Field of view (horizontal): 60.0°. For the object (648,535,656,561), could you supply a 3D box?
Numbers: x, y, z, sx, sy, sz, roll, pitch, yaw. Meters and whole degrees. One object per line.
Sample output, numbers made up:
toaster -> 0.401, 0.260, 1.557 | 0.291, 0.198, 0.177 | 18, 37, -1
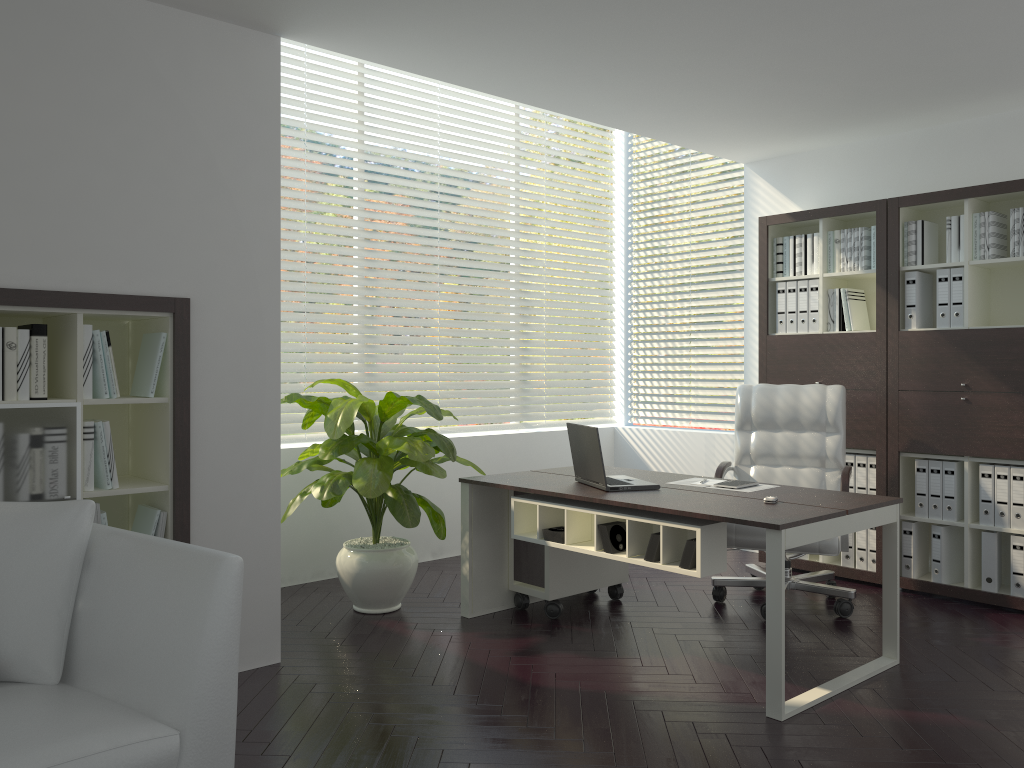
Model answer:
object -> 0.619, 0.667, 3.656 | 0.133, 0.113, 0.040 | 0, 0, -42

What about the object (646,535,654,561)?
object -> 0.613, 0.667, 3.663 | 0.133, 0.113, 0.040 | 0, 0, -42

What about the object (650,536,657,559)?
object -> 0.624, 0.667, 3.651 | 0.133, 0.113, 0.040 | 0, 0, -42

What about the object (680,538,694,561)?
object -> 0.722, 0.668, 3.542 | 0.133, 0.113, 0.039 | 0, 0, -42

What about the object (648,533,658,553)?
object -> 0.613, 0.666, 3.663 | 0.133, 0.113, 0.039 | 0, 0, -42

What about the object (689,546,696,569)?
object -> 0.755, 0.669, 3.505 | 0.133, 0.113, 0.040 | 0, 0, -42

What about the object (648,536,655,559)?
object -> 0.617, 0.667, 3.658 | 0.133, 0.113, 0.040 | 0, 0, -42

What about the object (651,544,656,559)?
object -> 0.628, 0.667, 3.646 | 0.133, 0.113, 0.039 | 0, 0, -42

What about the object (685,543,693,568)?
object -> 0.744, 0.669, 3.518 | 0.133, 0.113, 0.039 | 0, 0, -42

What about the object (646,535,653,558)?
object -> 0.610, 0.666, 3.666 | 0.133, 0.113, 0.040 | 0, 0, -42

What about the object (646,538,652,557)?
object -> 0.609, 0.666, 3.666 | 0.133, 0.113, 0.039 | 0, 0, -42

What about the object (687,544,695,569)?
object -> 0.750, 0.669, 3.511 | 0.133, 0.113, 0.040 | 0, 0, -42

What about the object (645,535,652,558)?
object -> 0.607, 0.666, 3.670 | 0.133, 0.113, 0.040 | 0, 0, -42

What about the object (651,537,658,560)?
object -> 0.628, 0.667, 3.646 | 0.133, 0.113, 0.040 | 0, 0, -42

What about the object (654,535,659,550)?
object -> 0.630, 0.667, 3.644 | 0.133, 0.113, 0.039 | 0, 0, -42

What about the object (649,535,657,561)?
object -> 0.622, 0.667, 3.653 | 0.133, 0.113, 0.040 | 0, 0, -42

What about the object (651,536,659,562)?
object -> 0.630, 0.667, 3.644 | 0.133, 0.113, 0.040 | 0, 0, -42

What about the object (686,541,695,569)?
object -> 0.747, 0.669, 3.514 | 0.133, 0.113, 0.040 | 0, 0, -42

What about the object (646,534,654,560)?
object -> 0.611, 0.666, 3.665 | 0.133, 0.113, 0.040 | 0, 0, -42

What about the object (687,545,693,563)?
object -> 0.745, 0.669, 3.516 | 0.133, 0.113, 0.039 | 0, 0, -42

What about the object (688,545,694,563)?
object -> 0.748, 0.669, 3.513 | 0.133, 0.113, 0.039 | 0, 0, -42

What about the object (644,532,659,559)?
object -> 0.605, 0.666, 3.672 | 0.133, 0.113, 0.039 | 0, 0, -42

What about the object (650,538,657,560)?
object -> 0.625, 0.667, 3.649 | 0.133, 0.113, 0.040 | 0, 0, -42

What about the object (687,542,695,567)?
object -> 0.749, 0.669, 3.512 | 0.133, 0.113, 0.040 | 0, 0, -42

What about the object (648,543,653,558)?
object -> 0.617, 0.666, 3.658 | 0.133, 0.113, 0.039 | 0, 0, -42

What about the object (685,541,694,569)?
object -> 0.744, 0.669, 3.517 | 0.133, 0.113, 0.040 | 0, 0, -42

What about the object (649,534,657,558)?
object -> 0.620, 0.666, 3.655 | 0.133, 0.113, 0.039 | 0, 0, -42

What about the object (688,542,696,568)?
object -> 0.752, 0.669, 3.509 | 0.133, 0.113, 0.040 | 0, 0, -42

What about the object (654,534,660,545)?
object -> 0.625, 0.666, 3.649 | 0.133, 0.113, 0.039 | 0, 0, -42

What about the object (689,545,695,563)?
object -> 0.751, 0.669, 3.509 | 0.133, 0.113, 0.039 | 0, 0, -42

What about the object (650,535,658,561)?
object -> 0.626, 0.667, 3.648 | 0.133, 0.113, 0.039 | 0, 0, -42

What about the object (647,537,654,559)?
object -> 0.614, 0.667, 3.661 | 0.133, 0.113, 0.040 | 0, 0, -42

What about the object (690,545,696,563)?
object -> 0.755, 0.669, 3.506 | 0.133, 0.113, 0.039 | 0, 0, -42

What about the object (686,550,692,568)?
object -> 0.747, 0.669, 3.514 | 0.133, 0.113, 0.039 | 0, 0, -42

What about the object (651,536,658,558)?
object -> 0.627, 0.667, 3.647 | 0.133, 0.113, 0.040 | 0, 0, -42

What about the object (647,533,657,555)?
object -> 0.611, 0.666, 3.665 | 0.133, 0.113, 0.039 | 0, 0, -42

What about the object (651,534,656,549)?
object -> 0.619, 0.666, 3.656 | 0.133, 0.113, 0.039 | 0, 0, -42

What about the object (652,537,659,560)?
object -> 0.631, 0.667, 3.642 | 0.133, 0.113, 0.040 | 0, 0, -42

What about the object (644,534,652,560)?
object -> 0.605, 0.666, 3.671 | 0.133, 0.113, 0.040 | 0, 0, -42

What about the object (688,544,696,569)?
object -> 0.753, 0.669, 3.507 | 0.133, 0.113, 0.040 | 0, 0, -42

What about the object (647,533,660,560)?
object -> 0.616, 0.666, 3.660 | 0.133, 0.113, 0.039 | 0, 0, -42

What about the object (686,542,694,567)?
object -> 0.745, 0.669, 3.516 | 0.133, 0.113, 0.040 | 0, 0, -42

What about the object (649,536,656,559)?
object -> 0.620, 0.667, 3.654 | 0.133, 0.113, 0.040 | 0, 0, -42

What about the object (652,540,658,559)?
object -> 0.631, 0.667, 3.643 | 0.133, 0.113, 0.039 | 0, 0, -42

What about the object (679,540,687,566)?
object -> 0.722, 0.669, 3.541 | 0.133, 0.113, 0.040 | 0, 0, -42

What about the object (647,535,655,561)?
object -> 0.616, 0.667, 3.659 | 0.133, 0.113, 0.040 | 0, 0, -42

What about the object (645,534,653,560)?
object -> 0.608, 0.666, 3.668 | 0.133, 0.113, 0.040 | 0, 0, -42

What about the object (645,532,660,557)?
object -> 0.606, 0.666, 3.670 | 0.133, 0.113, 0.039 | 0, 0, -42

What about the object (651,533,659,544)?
object -> 0.614, 0.666, 3.661 | 0.133, 0.113, 0.039 | 0, 0, -42

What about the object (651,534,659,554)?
object -> 0.623, 0.666, 3.651 | 0.133, 0.113, 0.039 | 0, 0, -42
